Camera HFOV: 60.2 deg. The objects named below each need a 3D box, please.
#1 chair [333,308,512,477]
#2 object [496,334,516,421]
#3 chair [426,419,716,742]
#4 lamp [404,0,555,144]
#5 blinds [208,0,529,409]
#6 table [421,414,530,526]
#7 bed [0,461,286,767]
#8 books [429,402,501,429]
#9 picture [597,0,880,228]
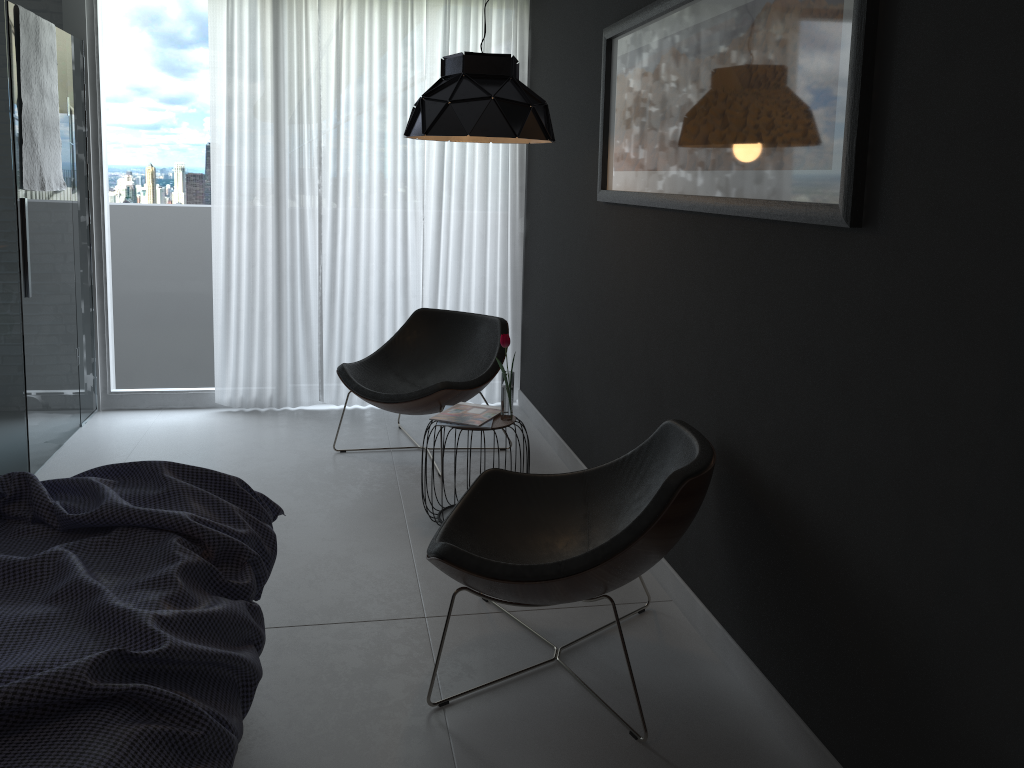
[{"bbox_3d":[-0.444,0.002,4.600,0.793,0.682,0.822,8,13,30],"label":"chair"},{"bbox_3d":[-0.026,-0.026,3.615,0.066,0.351,0.077,5,9,20],"label":"object"},{"bbox_3d":[0.166,0.484,2.607,0.814,0.682,0.801,4,11,9],"label":"chair"},{"bbox_3d":[-0.111,-1.406,3.430,0.583,0.892,0.616,3,10,6],"label":"lamp"},{"bbox_3d":[-0.820,-1.184,5.243,1.852,2.665,0.138,0,9,-11],"label":"blinds"},{"bbox_3d":[-0.152,0.352,3.693,0.452,0.430,0.456,-5,13,-33],"label":"table"},{"bbox_3d":[-1.790,-0.018,1.571,2.608,2.017,2.595,-1,11,-11],"label":"bed"},{"bbox_3d":[-3.492,0.694,1.593,8.263,0.367,0.410,-7,14,-32],"label":"books"},{"bbox_3d":[0.580,-0.925,2.854,0.041,0.712,1.978,0,13,-11],"label":"picture"}]
